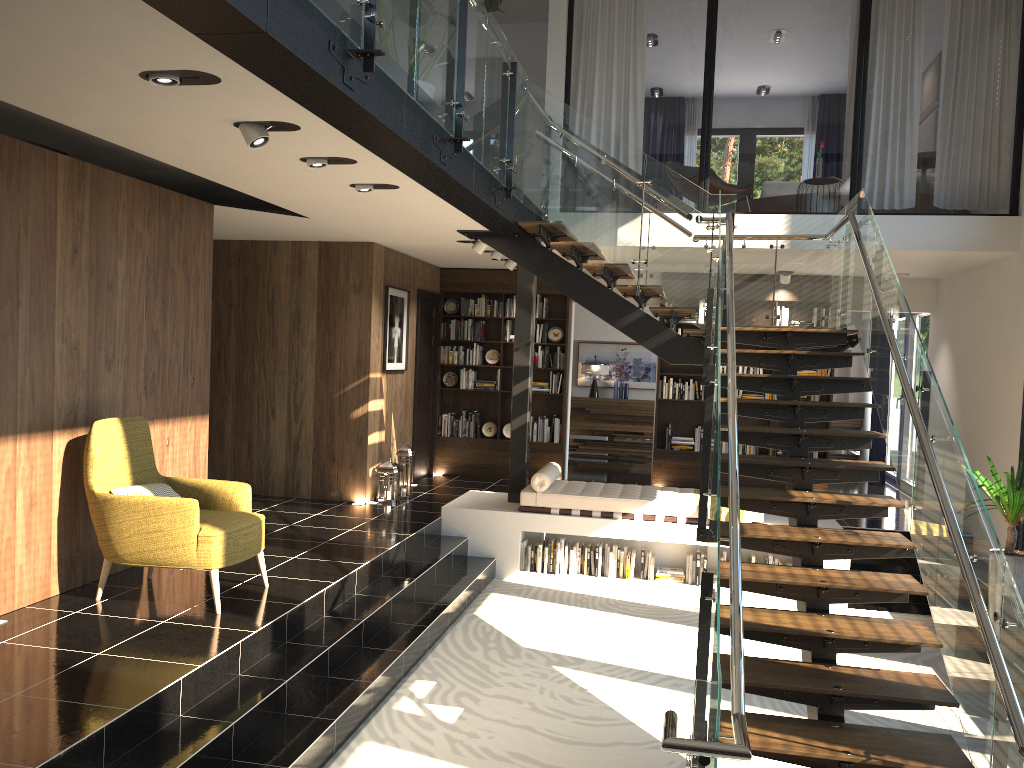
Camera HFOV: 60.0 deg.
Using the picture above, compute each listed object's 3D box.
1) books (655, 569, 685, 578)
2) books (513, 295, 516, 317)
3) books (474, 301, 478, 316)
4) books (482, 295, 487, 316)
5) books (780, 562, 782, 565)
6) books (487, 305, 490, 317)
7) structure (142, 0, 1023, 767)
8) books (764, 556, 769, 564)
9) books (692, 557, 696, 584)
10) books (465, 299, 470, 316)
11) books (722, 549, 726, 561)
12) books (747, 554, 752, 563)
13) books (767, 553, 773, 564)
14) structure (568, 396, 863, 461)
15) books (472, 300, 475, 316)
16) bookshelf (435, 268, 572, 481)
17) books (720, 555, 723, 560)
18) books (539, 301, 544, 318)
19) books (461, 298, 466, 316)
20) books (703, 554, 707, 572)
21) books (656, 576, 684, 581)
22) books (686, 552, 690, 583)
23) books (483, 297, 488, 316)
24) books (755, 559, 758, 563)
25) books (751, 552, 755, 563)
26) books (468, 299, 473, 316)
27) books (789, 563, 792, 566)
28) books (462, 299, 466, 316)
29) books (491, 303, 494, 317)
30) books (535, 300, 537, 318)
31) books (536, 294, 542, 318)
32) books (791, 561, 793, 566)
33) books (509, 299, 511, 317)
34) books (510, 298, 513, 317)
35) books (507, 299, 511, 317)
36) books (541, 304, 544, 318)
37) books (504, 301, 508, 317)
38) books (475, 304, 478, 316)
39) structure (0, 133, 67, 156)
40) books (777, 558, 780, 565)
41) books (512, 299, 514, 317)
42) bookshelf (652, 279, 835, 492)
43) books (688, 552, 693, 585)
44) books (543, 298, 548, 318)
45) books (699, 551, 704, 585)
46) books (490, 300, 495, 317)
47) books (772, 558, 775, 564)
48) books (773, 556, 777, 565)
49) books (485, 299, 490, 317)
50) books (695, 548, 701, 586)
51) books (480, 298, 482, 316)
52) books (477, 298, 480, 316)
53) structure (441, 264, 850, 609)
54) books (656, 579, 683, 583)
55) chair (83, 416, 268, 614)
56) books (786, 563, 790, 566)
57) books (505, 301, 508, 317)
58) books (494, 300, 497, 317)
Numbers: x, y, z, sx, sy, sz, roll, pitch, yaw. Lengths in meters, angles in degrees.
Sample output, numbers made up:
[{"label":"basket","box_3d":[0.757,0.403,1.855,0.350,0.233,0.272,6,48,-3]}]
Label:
[{"label":"books","box_3d":[1.500,1.801,8.419,0.274,0.025,0.156,3,2,8]},{"label":"books","box_3d":[0.051,-0.989,11.386,0.011,0.276,0.287,3,2,11]},{"label":"books","box_3d":[-0.464,-0.979,11.564,0.025,0.203,0.156,3,2,11]},{"label":"books","box_3d":[-0.358,-1.010,11.482,0.012,0.278,0.228,3,2,11]},{"label":"books","box_3d":[2.469,1.783,8.175,0.025,0.249,0.208,3,2,11]},{"label":"books","box_3d":[-0.284,-0.944,11.527,0.040,0.149,0.125,3,2,11]},{"label":"structure","box_3d":[0.660,-0.025,5.026,3.447,4.871,7.276,3,2,10]},{"label":"books","box_3d":[2.359,1.759,8.243,0.026,0.284,0.177,3,2,11]},{"label":"books","box_3d":[1.715,1.759,8.367,0.027,0.226,0.165,3,2,11]},{"label":"books","box_3d":[-0.566,-0.992,11.553,0.026,0.222,0.202,3,2,11]},{"label":"books","box_3d":[1.985,1.721,8.315,0.029,0.326,0.153,3,3,11]},{"label":"books","box_3d":[2.190,1.746,8.274,0.066,0.294,0.142,3,3,11]},{"label":"books","box_3d":[2.380,1.736,8.204,0.028,0.334,0.205,3,2,11]},{"label":"structure","box_3d":[2.360,0.751,14.576,6.275,0.982,0.885,3,2,11]},{"label":"books","box_3d":[-0.486,-0.984,11.551,0.014,0.212,0.184,3,2,11]},{"label":"bookshelf","box_3d":[-0.122,-0.123,11.503,1.703,2.684,0.273,3,3,11]},{"label":"books","box_3d":[1.952,1.748,8.302,0.027,0.270,0.187,3,2,11]},{"label":"books","box_3d":[0.387,-0.947,11.408,0.037,0.218,0.144,3,2,11]},{"label":"books","box_3d":[-0.627,-1.001,11.576,0.017,0.234,0.199,3,2,11]},{"label":"books","box_3d":[1.810,1.742,8.326,0.029,0.268,0.173,3,2,11]},{"label":"books","box_3d":[1.498,1.826,8.416,0.261,0.024,0.167,3,2,8]},{"label":"books","box_3d":[1.663,1.738,8.388,0.026,0.263,0.156,3,2,11]},{"label":"books","box_3d":[-0.338,-0.993,11.503,0.020,0.245,0.228,3,2,11]},{"label":"books","box_3d":[2.264,1.769,8.259,0.030,0.257,0.160,3,2,11]},{"label":"books","box_3d":[2.234,1.740,8.250,0.027,0.312,0.189,3,2,11]},{"label":"books","box_3d":[-0.523,-0.988,11.552,0.059,0.216,0.159,3,2,11]},{"label":"books","box_3d":[2.561,1.788,8.163,0.021,0.248,0.197,3,2,11]},{"label":"books","box_3d":[-0.615,-0.991,11.537,0.024,0.216,0.210,3,2,11]},{"label":"books","box_3d":[-0.229,-0.951,11.472,0.029,0.172,0.187,3,2,11]},{"label":"books","box_3d":[0.298,-0.966,11.411,0.064,0.247,0.209,3,2,11]},{"label":"books","box_3d":[0.350,-0.989,11.351,0.017,0.302,0.266,3,2,11]},{"label":"books","box_3d":[2.596,1.770,8.183,0.039,0.284,0.199,3,2,11]},{"label":"books","box_3d":[-0.003,-0.970,11.427,0.014,0.231,0.280,3,2,11]},{"label":"books","box_3d":[0.009,-0.973,11.420,0.013,0.239,0.255,3,2,11]},{"label":"books","box_3d":[-0.022,-0.974,11.451,0.033,0.237,0.231,3,2,11]},{"label":"books","box_3d":[0.412,-0.929,11.377,0.027,0.186,0.220,3,2,11]},{"label":"books","box_3d":[-0.064,-0.966,11.495,0.023,0.213,0.194,3,2,11]},{"label":"books","box_3d":[-0.441,-0.953,11.532,0.035,0.156,0.186,3,2,11]},{"label":"structure","box_3d":[-5.100,-0.239,3.848,1.963,3.019,6.659,3,2,11]},{"label":"books","box_3d":[2.450,1.764,8.202,0.025,0.285,0.164,3,2,11]},{"label":"books","box_3d":[0.037,-0.974,11.435,0.035,0.241,0.208,3,2,11]},{"label":"bookshelf","box_3d":[2.842,0.015,10.914,2.090,2.684,0.273,3,3,11]},{"label":"books","box_3d":[1.685,1.734,8.356,0.030,0.273,0.168,3,2,11]},{"label":"books","box_3d":[0.429,-0.966,11.350,0.013,0.262,0.217,3,2,11]},{"label":"books","box_3d":[1.787,1.733,8.357,0.030,0.284,0.176,3,2,11]},{"label":"books","box_3d":[-0.251,-0.976,11.509,0.030,0.218,0.165,3,2,11]},{"label":"books","box_3d":[2.405,1.763,8.209,0.023,0.283,0.175,3,2,11]},{"label":"books","box_3d":[2.428,1.754,8.208,0.021,0.302,0.167,3,2,11]},{"label":"books","box_3d":[-0.316,-0.987,11.510,0.020,0.235,0.206,3,2,11]},{"label":"books","box_3d":[1.745,1.716,8.330,0.043,0.317,0.209,3,2,11]},{"label":"books","box_3d":[-0.377,-0.991,11.487,0.025,0.239,0.220,3,2,11]},{"label":"books","box_3d":[-0.406,-0.989,11.505,0.039,0.230,0.205,3,2,11]},{"label":"structure","box_3d":[1.320,0.288,8.769,3.781,3.247,1.148,3,3,11]},{"label":"books","box_3d":[1.497,1.850,8.417,0.257,0.024,0.167,3,2,11]},{"label":"chair","box_3d":[-2.115,0.779,5.610,1.030,1.098,0.807,3,2,10]},{"label":"books","box_3d":[2.538,1.788,8.162,0.024,0.246,0.211,3,2,11]},{"label":"books","box_3d":[-0.051,-0.959,11.446,0.021,0.204,0.224,3,2,11]},{"label":"books","box_3d":[-0.197,-0.970,11.484,0.027,0.212,0.180,3,2,11]}]
